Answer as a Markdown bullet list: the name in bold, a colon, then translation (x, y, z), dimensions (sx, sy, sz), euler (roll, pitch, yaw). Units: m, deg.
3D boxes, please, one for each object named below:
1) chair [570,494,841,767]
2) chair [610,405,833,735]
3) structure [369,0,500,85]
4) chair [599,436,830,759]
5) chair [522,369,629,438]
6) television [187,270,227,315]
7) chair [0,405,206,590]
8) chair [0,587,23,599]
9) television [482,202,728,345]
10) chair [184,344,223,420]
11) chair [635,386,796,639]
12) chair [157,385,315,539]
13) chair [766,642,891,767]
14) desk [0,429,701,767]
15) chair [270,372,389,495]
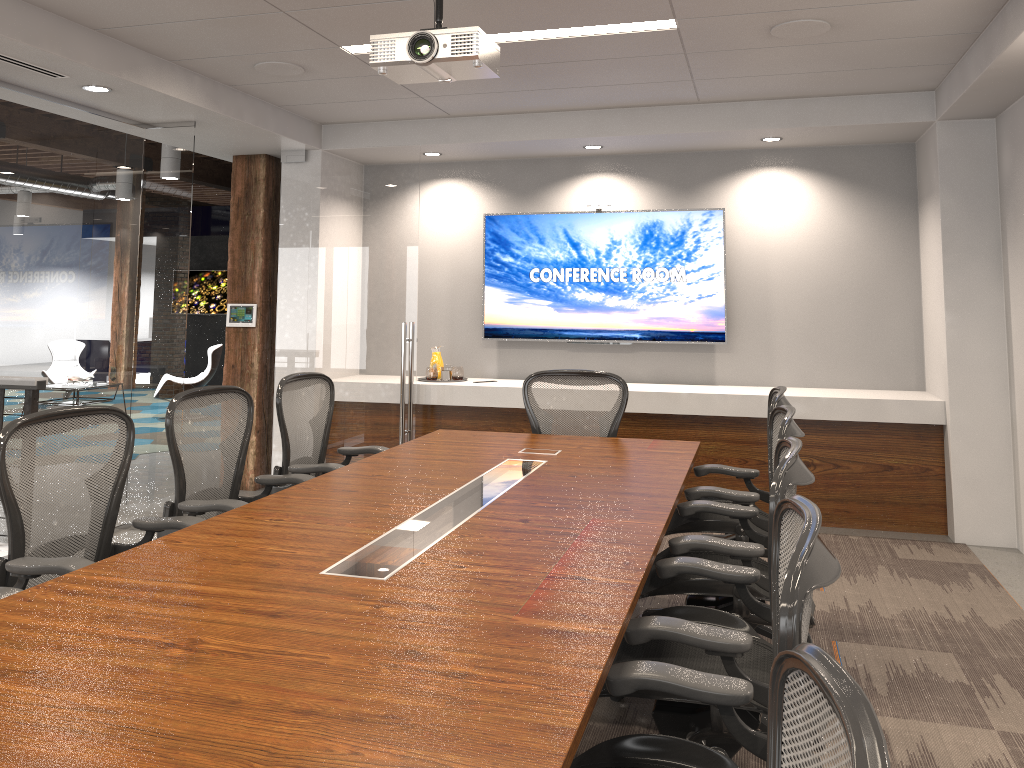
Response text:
- **chair**: translation (0.241, 0.764, 1.544), dimensions (0.760, 1.104, 0.795), euler (0, -2, 17)
- **chair**: translation (0.699, 0.626, 3.091), dimensions (0.761, 1.104, 0.795), euler (-1, -2, 26)
- **structure**: translation (-0.313, -1.495, 3.596), dimensions (0.460, 0.462, 0.315), euler (0, -2, 16)
- **chair**: translation (0.500, 0.699, 2.275), dimensions (0.792, 1.104, 0.763), euler (0, -2, 1)
- **chair**: translation (0.314, 0.492, 4.525), dimensions (0.770, 1.104, 0.785), euler (0, -2, -1)
- **television**: translation (-5.362, -1.617, 15.392), dimensions (1.462, 0.808, 0.048), euler (1, -5, 16)
- **chair**: translation (-1.246, 0.640, 2.804), dimensions (0.761, 1.104, 0.795), euler (0, -2, 8)
- **chair**: translation (-1.474, 0.707, 2.059), dimensions (0.792, 1.104, 0.763), euler (0, -2, 1)
- **television**: translation (0.691, -0.867, 6.795), dimensions (1.908, 1.123, 0.064), euler (1, -5, 16)
- **chair**: translation (-4.120, -0.041, 11.049), dimensions (0.786, 0.933, 0.672), euler (1, -2, -37)
- **chair**: translation (0.911, 0.557, 3.857), dimensions (0.760, 1.104, 0.795), euler (0, -2, 17)
- **chair**: translation (-1.072, 0.567, 3.615), dimensions (0.792, 1.104, 0.763), euler (0, -2, -1)
- **chair**: translation (0.054, 0.837, 0.728), dimensions (0.792, 1.104, 0.763), euler (0, -2, -3)
- **desk**: translation (-0.542, 0.911, 1.665), dimensions (1.403, 0.759, 6.027), euler (1, 5, 16)
- **chair**: translation (-0.819, 0.503, 4.341), dimensions (0.761, 1.104, 0.794), euler (-1, -2, 22)
